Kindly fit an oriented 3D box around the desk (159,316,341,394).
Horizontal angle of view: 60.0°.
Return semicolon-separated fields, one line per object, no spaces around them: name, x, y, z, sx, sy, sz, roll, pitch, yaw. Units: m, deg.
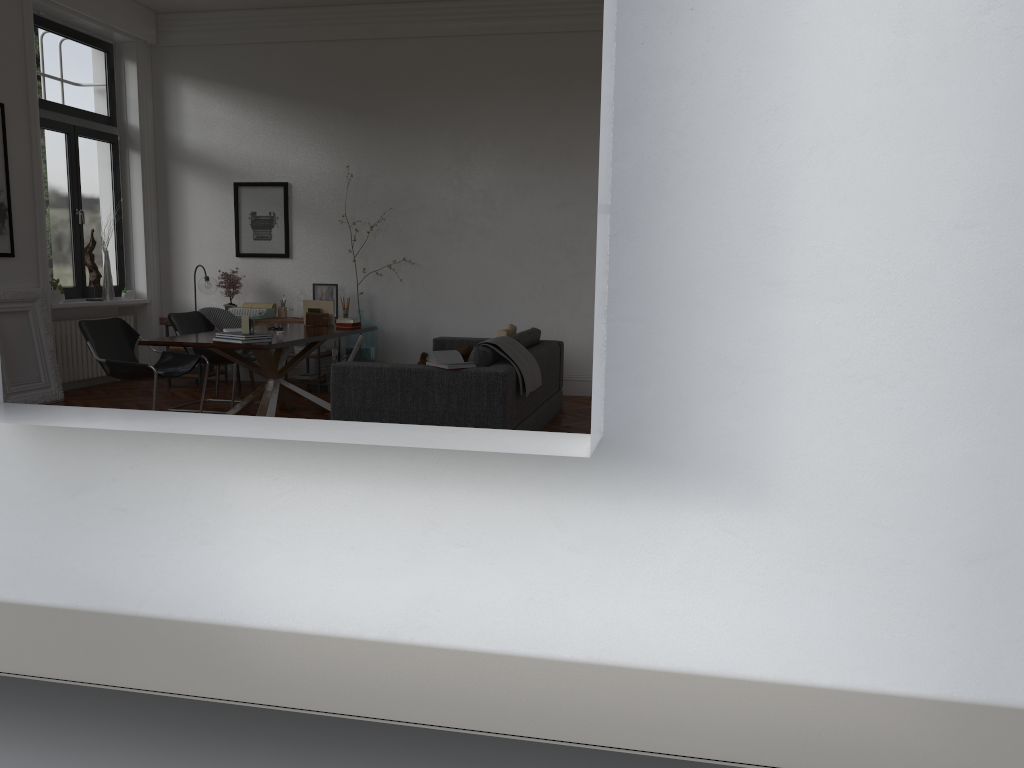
desk;-2.776;-0.332;9.523;1.798;0.760;0.645;3;8;11

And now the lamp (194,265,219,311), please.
lamp;-3.365;-1.016;9.619;0.441;0.551;0.207;7;10;34

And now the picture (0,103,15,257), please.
picture;-4.533;-1.732;7.395;0.035;1.327;0.880;3;8;11

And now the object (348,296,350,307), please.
object;-1.526;-0.727;8.257;0.049;0.194;0.008;7;10;35

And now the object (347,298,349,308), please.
object;-1.535;-0.733;8.292;0.008;0.194;0.044;9;11;41

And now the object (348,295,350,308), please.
object;-1.524;-0.731;8.270;0.036;0.195;0.008;5;9;23

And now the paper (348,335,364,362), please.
paper;-1.685;-0.202;9.138;0.330;0.611;0.047;0;9;-8

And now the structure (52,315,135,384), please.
structure;-4.454;-0.301;9.320;0.225;0.781;1.449;3;8;11

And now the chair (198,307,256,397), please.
chair;-2.877;-0.332;8.936;0.716;0.902;0.546;2;8;4

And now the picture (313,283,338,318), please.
picture;-2.015;-0.898;9.575;0.282;0.370;0.022;3;9;11

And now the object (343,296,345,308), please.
object;-1.557;-0.726;8.243;0.008;0.193;0.049;3;9;16

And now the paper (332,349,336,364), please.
paper;-1.811;-0.122;9.092;0.073;0.480;0.033;-7;11;-41

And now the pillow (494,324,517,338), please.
pillow;-0.102;-0.291;7.803;0.225;0.462;0.484;3;8;11

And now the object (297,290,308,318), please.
object;-2.261;-0.865;9.567;0.111;0.303;0.111;-7;11;-41

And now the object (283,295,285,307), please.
object;-2.481;-0.848;9.634;0.023;0.240;0.028;2;9;8

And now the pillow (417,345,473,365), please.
pillow;-0.508;-0.077;6.324;0.469;0.398;0.329;-6;11;-41

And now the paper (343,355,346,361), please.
paper;-1.783;-0.104;9.276;0.026;0.389;0.125;7;10;34

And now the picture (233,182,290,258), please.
picture;-2.758;-1.807;9.772;0.634;0.818;0.050;3;9;11

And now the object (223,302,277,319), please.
object;-2.815;-0.782;9.410;0.535;0.149;0.483;2;8;10

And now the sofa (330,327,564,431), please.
sofa;-0.388;0.000;7.276;1.262;0.831;2.637;3;8;11

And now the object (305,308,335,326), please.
object;-1.807;-0.636;8.353;0.228;0.167;0.149;3;8;11

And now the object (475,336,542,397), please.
object;-0.029;-0.142;6.563;0.400;0.389;0.750;3;8;11

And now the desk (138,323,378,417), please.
desk;-1.999;-0.059;7.463;1.029;0.754;2.220;3;8;11

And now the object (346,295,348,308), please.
object;-1.546;-0.734;8.296;0.008;0.195;0.038;8;11;37

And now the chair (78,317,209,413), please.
chair;-2.910;-0.069;6.974;0.745;0.875;0.750;3;8;11

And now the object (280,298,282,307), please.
object;-2.503;-0.830;9.623;0.008;0.208;0.054;-3;9;-23

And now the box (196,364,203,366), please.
box;-3.450;-0.242;9.602;0.238;0.066;0.255;3;8;12

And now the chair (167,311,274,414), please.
chair;-2.673;-0.214;8.113;0.745;0.875;0.750;3;8;11

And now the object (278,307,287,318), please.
object;-2.491;-0.780;9.617;0.075;0.114;0.058;3;9;11

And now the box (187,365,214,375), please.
box;-3.448;-0.166;9.612;0.296;0.083;0.317;2;8;11

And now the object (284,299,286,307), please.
object;-2.474;-0.830;9.625;0.054;0.208;0.008;0;9;-5

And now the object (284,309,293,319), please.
object;-2.378;-0.751;9.451;0.093;0.102;0.093;1;8;3

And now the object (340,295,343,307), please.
object;-1.578;-0.728;8.260;0.049;0.194;0.008;-2;9;-19

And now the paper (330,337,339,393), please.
paper;-1.851;-0.219;9.254;0.047;0.628;0.293;2;8;4
